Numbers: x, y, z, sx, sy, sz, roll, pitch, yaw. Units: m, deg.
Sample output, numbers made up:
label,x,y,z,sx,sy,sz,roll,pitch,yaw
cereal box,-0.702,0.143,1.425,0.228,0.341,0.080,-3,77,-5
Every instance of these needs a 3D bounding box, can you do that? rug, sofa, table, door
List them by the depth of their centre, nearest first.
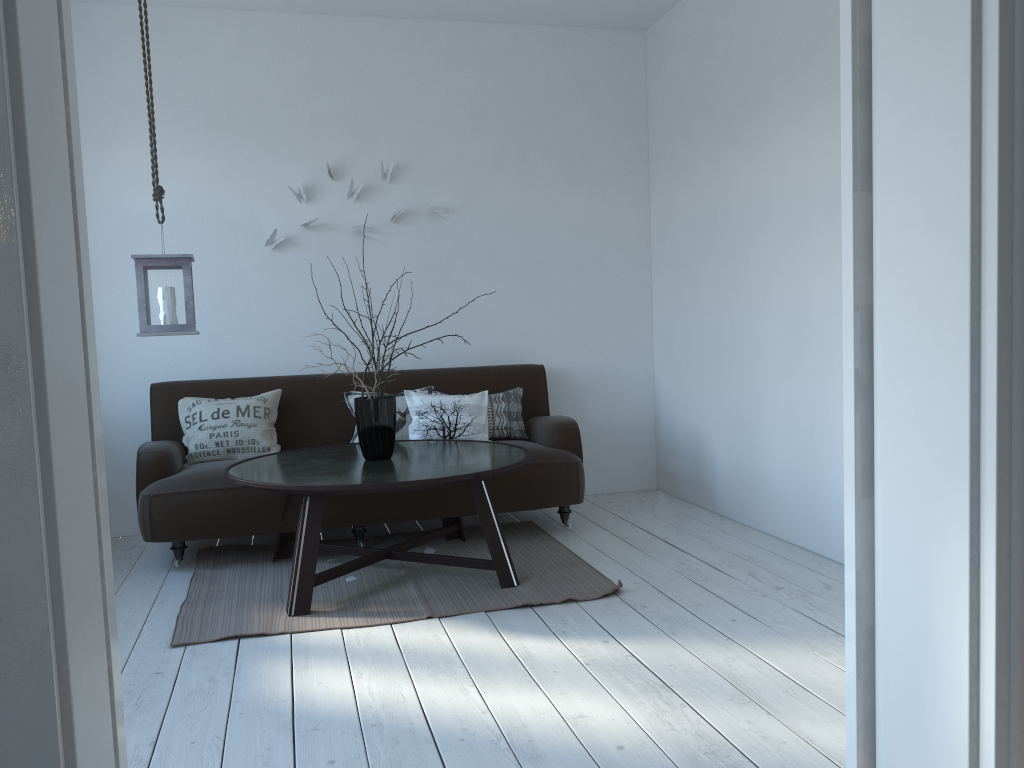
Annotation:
label,x,y,z,sx,sy,sz,roll,pitch,yaw
door,0.039,-0.292,1.274,2.598,2.509,0.577,-3,5,-14
table,-0.555,0.574,3.859,1.299,0.504,1.299,-4,4,-24
rug,-0.552,0.797,3.902,1.709,0.055,1.454,-3,4,-14
sofa,-0.754,0.362,4.608,2.164,0.826,0.967,-3,4,-14

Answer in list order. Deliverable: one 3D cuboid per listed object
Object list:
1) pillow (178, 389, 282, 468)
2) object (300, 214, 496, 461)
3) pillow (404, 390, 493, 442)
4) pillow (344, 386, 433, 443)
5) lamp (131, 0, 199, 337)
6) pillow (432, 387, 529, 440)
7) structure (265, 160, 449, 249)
label,x,y,z,sx,sy,sz,roll,pitch,yaw
pillow,-1.432,0.225,4.533,0.519,0.367,0.238,-3,4,-15
object,-0.464,-0.207,3.763,0.845,1.067,0.525,-6,6,-43
pillow,-0.341,0.176,4.696,0.470,0.309,0.188,-3,4,-14
pillow,-0.642,0.196,4.697,0.473,0.348,0.158,-3,5,-16
lamp,-1.432,-1.077,3.546,0.228,1.764,0.228,-4,5,-18
pillow,-0.174,0.172,4.855,0.542,0.288,0.182,-3,4,-14
structure,-0.865,-1.003,4.963,1.025,0.479,0.085,-3,5,-14
